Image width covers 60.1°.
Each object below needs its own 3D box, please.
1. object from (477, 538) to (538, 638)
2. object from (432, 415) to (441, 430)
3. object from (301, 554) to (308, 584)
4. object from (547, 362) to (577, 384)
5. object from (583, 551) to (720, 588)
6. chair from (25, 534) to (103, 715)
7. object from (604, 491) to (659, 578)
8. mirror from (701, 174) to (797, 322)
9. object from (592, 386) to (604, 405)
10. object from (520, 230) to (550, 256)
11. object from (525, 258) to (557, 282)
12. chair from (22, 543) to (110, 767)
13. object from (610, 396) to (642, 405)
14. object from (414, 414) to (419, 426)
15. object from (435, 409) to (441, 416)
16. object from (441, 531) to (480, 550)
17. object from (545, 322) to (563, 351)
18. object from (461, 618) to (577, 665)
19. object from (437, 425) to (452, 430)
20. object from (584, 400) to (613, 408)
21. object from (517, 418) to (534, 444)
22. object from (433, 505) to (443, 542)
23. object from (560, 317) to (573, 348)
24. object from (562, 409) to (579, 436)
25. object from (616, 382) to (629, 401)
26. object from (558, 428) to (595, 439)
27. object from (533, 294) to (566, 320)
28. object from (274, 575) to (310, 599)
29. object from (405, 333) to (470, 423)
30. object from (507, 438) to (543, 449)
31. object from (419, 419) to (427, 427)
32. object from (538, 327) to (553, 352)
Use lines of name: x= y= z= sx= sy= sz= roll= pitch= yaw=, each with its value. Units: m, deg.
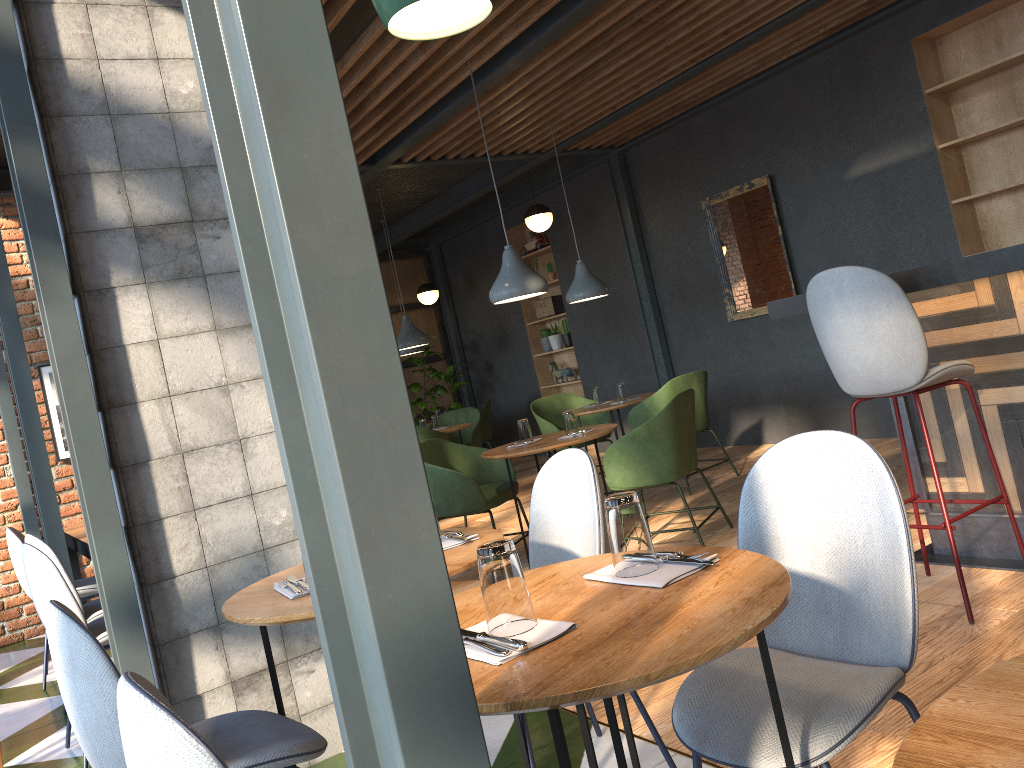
object: x=-0.013 y=0.319 z=1.401 sx=0.080 sy=0.138 sz=0.080 roll=-12 pitch=-1 yaw=-22
object: x=-0.744 y=0.375 z=8.665 sx=0.080 sy=0.138 sz=0.080 roll=-13 pitch=-1 yaw=5
object: x=-0.476 y=0.406 z=2.154 sx=0.080 sy=0.138 sz=0.080 roll=-13 pitch=-1 yaw=36
object: x=0.575 y=-0.143 z=10.172 sx=0.151 sy=0.258 sz=0.519 roll=-12 pitch=0 yaw=-32
object: x=0.253 y=0.323 z=1.575 sx=0.158 sy=0.019 sz=0.241 roll=-14 pitch=2 yaw=-35
chair: x=-1.942 y=1.075 z=4.194 sx=0.510 sy=0.888 sz=0.416 roll=-12 pitch=-1 yaw=-36
object: x=0.208 y=0.266 z=1.581 sx=0.080 sy=0.138 sz=0.080 roll=-13 pitch=-1 yaw=8
mirror: x=1.983 y=-1.111 z=7.386 sx=0.061 sy=1.087 sz=0.764 roll=-12 pitch=-1 yaw=-32
object: x=0.683 y=0.092 z=7.064 sx=0.080 sy=0.138 sz=0.080 roll=-13 pitch=-1 yaw=20
object: x=0.274 y=-1.656 z=10.177 sx=0.205 sy=0.285 sz=0.514 roll=-12 pitch=0 yaw=-32
object: x=0.284 y=-1.293 z=10.215 sx=0.534 sy=0.329 sz=0.175 roll=-12 pitch=0 yaw=37
chair: x=-1.677 y=1.028 z=3.689 sx=0.510 sy=0.888 sz=0.416 roll=-12 pitch=-1 yaw=-36
object: x=0.865 y=0.125 z=6.804 sx=0.244 sy=0.019 sz=0.156 roll=-13 pitch=2 yaw=-33
object: x=-1.122 y=0.424 z=10.199 sx=0.080 sy=0.138 sz=0.080 roll=-13 pitch=-1 yaw=36
object: x=-0.845 y=0.363 z=10.152 sx=0.080 sy=0.138 sz=0.080 roll=-12 pitch=-1 yaw=-24
object: x=-0.188 y=0.406 z=2.289 sx=0.158 sy=0.019 sz=0.241 roll=-13 pitch=1 yaw=-27
object: x=0.489 y=-0.551 z=10.151 sx=0.214 sy=0.330 sz=0.231 roll=-12 pitch=-1 yaw=-27
object: x=-0.024 y=0.390 z=1.396 sx=0.158 sy=0.019 sz=0.241 roll=-14 pitch=2 yaw=-35
object: x=-0.702 y=0.433 z=8.677 sx=0.242 sy=0.019 sz=0.158 roll=-12 pitch=1 yaw=22
object: x=0.703 y=0.155 z=7.093 sx=0.244 sy=0.019 sz=0.156 roll=-13 pitch=2 yaw=-33
object: x=0.075 y=0.273 z=5.170 sx=0.080 sy=0.138 sz=0.080 roll=-13 pitch=-1 yaw=40
object: x=-0.232 y=0.347 z=2.298 sx=0.080 sy=0.138 sz=0.080 roll=-13 pitch=-1 yaw=26
object: x=0.612 y=-0.584 z=9.950 sx=0.144 sy=0.350 sz=0.143 roll=-12 pitch=-1 yaw=-15
object: x=0.331 y=0.218 z=5.053 sx=0.080 sy=0.138 sz=0.080 roll=-13 pitch=-1 yaw=40
object: x=0.848 y=0.061 z=6.831 sx=0.080 sy=0.138 sz=0.080 roll=-13 pitch=-1 yaw=20
object: x=0.360 y=0.280 z=5.031 sx=0.157 sy=0.019 sz=0.243 roll=-12 pitch=1 yaw=27
object: x=0.437 y=-0.888 z=10.207 sx=0.200 sy=0.241 sz=0.338 roll=-12 pitch=0 yaw=-37
object: x=-0.487 y=0.476 z=2.152 sx=0.158 sy=0.019 sz=0.241 roll=-13 pitch=1 yaw=-27
object: x=-0.964 y=0.232 z=10.986 sx=1.060 sy=1.796 sz=0.718 roll=-12 pitch=-1 yaw=-22
object: x=0.078 y=0.339 z=5.198 sx=0.157 sy=0.019 sz=0.243 roll=-12 pitch=1 yaw=27
object: x=-0.839 y=0.402 z=8.394 sx=0.080 sy=0.138 sz=0.080 roll=-13 pitch=-1 yaw=5
object: x=0.412 y=-0.521 z=10.351 sx=0.189 sy=0.295 sz=0.173 roll=-13 pitch=-1 yaw=32
